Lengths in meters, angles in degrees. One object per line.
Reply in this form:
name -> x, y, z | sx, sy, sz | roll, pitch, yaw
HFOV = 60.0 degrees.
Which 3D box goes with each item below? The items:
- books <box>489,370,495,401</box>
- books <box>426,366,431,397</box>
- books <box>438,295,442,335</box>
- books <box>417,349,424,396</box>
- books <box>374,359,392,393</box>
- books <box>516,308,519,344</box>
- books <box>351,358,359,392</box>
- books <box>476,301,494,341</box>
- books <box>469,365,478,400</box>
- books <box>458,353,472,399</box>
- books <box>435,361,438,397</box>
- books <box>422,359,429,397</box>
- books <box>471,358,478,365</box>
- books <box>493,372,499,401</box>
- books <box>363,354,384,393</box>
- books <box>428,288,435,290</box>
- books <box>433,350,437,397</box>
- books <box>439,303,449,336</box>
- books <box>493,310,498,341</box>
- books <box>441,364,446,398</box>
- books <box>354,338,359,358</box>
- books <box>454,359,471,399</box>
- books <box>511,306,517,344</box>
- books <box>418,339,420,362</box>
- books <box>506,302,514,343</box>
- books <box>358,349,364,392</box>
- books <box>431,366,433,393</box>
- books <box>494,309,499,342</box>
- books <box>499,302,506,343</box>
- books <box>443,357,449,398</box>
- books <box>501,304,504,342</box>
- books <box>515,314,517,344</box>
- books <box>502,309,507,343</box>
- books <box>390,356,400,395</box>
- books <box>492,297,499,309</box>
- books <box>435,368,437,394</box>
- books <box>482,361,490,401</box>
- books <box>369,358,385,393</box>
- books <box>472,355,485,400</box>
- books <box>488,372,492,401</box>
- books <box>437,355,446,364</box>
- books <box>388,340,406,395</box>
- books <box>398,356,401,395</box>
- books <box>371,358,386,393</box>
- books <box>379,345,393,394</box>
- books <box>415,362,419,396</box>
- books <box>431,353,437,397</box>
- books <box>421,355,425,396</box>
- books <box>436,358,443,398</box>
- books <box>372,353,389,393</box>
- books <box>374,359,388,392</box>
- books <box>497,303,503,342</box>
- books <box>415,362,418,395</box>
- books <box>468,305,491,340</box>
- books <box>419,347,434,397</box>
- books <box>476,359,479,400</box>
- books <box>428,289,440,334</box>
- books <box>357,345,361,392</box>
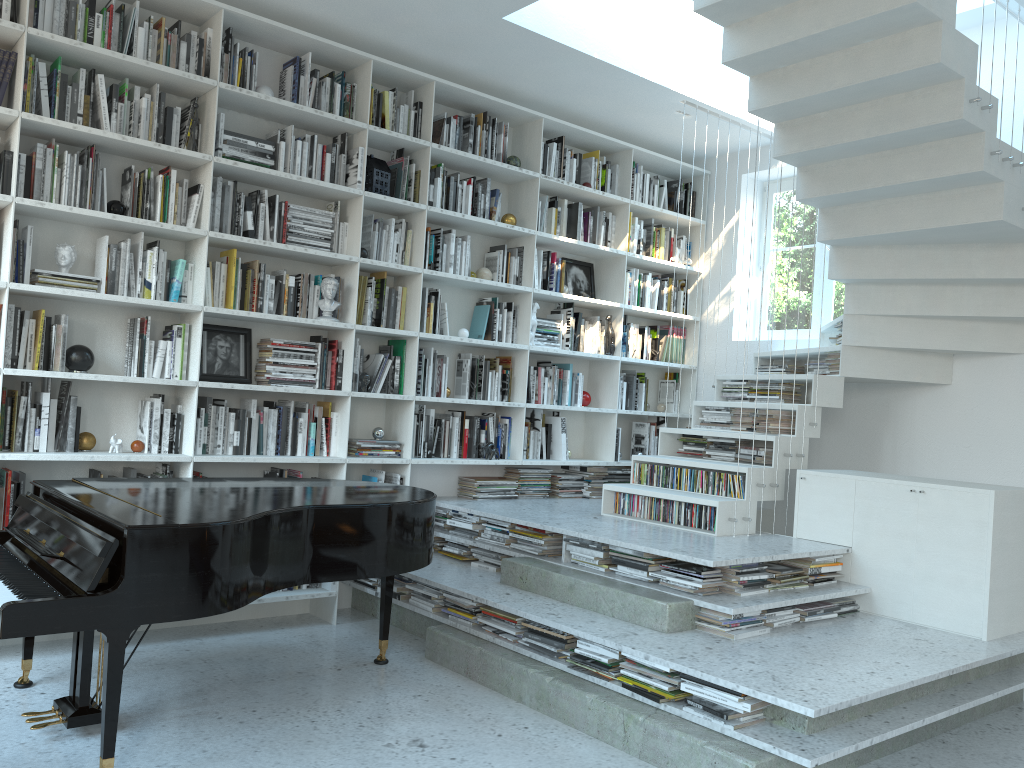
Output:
books -> -0.171, 0.009, 5.688 | 0.015, 0.195, 0.175 | 4, -1, -39
books -> -0.554, -0.018, 5.369 | 0.013, 0.186, 0.183 | 4, -1, -39
books -> -0.486, -0.414, 5.435 | 0.007, 0.254, 0.161 | 4, -1, -39
books -> -0.587, -0.070, 5.341 | 0.005, 0.283, 0.159 | 4, -1, -39
books -> -0.790, -0.044, 5.190 | 0.091, 0.205, 0.169 | 4, -1, -39
books -> -0.012, -0.371, 5.802 | 0.010, 0.245, 0.158 | 4, -1, -39
books -> -0.934, -0.053, 5.051 | 0.027, 0.192, 0.182 | 4, -1, -39
books -> -0.177, -0.394, 5.676 | 0.021, 0.264, 0.174 | 4, -1, -39
books -> -0.279, -0.010, 5.595 | 0.016, 0.215, 0.177 | 4, -1, -39
books -> -0.306, -0.049, 5.607 | 0.016, 0.289, 0.131 | 4, -1, -39
books -> -0.500, -0.031, 5.439 | 0.008, 0.223, 0.133 | 4, -1, -39
books -> -0.567, -0.040, 5.348 | 0.011, 0.226, 0.188 | 4, -1, -39
books -> -0.275, -0.033, 5.616 | 0.015, 0.262, 0.149 | 4, -1, -39
books -> -0.156, 0.017, 5.696 | 0.019, 0.183, 0.190 | 4, -1, -39
books -> -0.837, -0.061, 5.128 | 0.095, 0.228, 0.190 | 4, -1, -39
books -> -0.514, -0.439, 5.455 | 0.011, 0.300, 0.088 | 4, -1, -39
books -> -0.513, -0.064, 5.427 | 0.006, 0.285, 0.159 | 4, -1, -39
books -> -0.447, -0.389, 5.432 | 0.051, 0.210, 0.176 | 4, -1, -39
books -> -0.158, -0.365, 5.684 | 0.006, 0.210, 0.188 | 4, -1, -39
books -> -0.472, -0.022, 5.445 | 0.014, 0.207, 0.180 | 4, -1, -39
books -> -0.924, -0.110, 5.076 | 0.013, 0.307, 0.141 | 4, -1, -39
books -> -0.313, -0.031, 5.586 | 0.019, 0.251, 0.130 | 4, -1, -39
books -> -0.033, -0.376, 5.776 | 0.011, 0.252, 0.169 | 4, -1, -39
books -> -0.610, -0.100, 5.352 | 0.007, 0.342, 0.149 | 4, -1, -39
books -> -0.059, -0.389, 5.749 | 0.012, 0.273, 0.183 | 4, -1, -39
books -> -0.905, -0.078, 5.107 | 0.035, 0.248, 0.141 | 4, -1, -39
books -> -0.537, -0.025, 5.403 | 0.013, 0.203, 0.167 | 4, -1, -39
books -> -0.150, -0.369, 5.690 | 0.013, 0.219, 0.187 | 4, -1, -39
books -> -0.091, -0.391, 5.752 | 0.032, 0.274, 0.154 | 4, -1, -39
books -> -0.453, -0.042, 5.467 | 0.013, 0.251, 0.172 | 4, -1, -39
books -> -0.111, -0.386, 5.725 | 0.015, 0.259, 0.152 | 4, -1, -39
books -> -0.032, -0.355, 5.799 | 0.023, 0.212, 0.164 | 4, -1, -39
books -> -0.097, -0.367, 5.728 | 0.012, 0.224, 0.178 | 4, -1, -39
books -> -0.723, -0.051, 5.223 | 0.029, 0.223, 0.171 | 4, -1, -39
books -> -0.148, -0.407, 5.711 | 0.013, 0.295, 0.154 | 4, -1, -39
books -> -0.508, -0.010, 5.431 | 0.013, 0.179, 0.140 | 4, -1, -39
books -> -0.209, -0.022, 5.644 | 0.018, 0.251, 0.184 | 4, -1, -39
books -> -0.828, -0.051, 5.142 | 0.089, 0.210, 0.175 | 4, -1, -39
books -> -0.234, -0.041, 5.656 | 0.007, 0.285, 0.159 | 4, -1, -39
books -> -0.197, 0.013, 5.654 | 0.018, 0.182, 0.182 | 4, -1, -39
books -> -0.462, -0.048, 5.458 | 0.014, 0.261, 0.142 | 4, -1, -39
books -> -0.693, -0.099, 5.257 | 0.014, 0.325, 0.182 | 4, -1, -39
books -> -0.711, -0.051, 5.248 | 0.021, 0.226, 0.148 | 4, -1, -39
books -> -0.817, -0.050, 5.171 | 0.090, 0.212, 0.143 | 4, -1, -39
books -> -0.750, -0.084, 5.226 | 0.013, 0.286, 0.138 | 4, -1, -39
books -> -0.616, -0.032, 5.338 | 0.013, 0.204, 0.154 | 4, -1, -39
books -> -0.519, -0.056, 5.402 | 0.012, 0.267, 0.183 | 4, -1, -39
books -> -0.582, -0.052, 5.349 | 0.013, 0.248, 0.165 | 4, -1, -39
books -> -0.484, -0.038, 5.439 | 0.015, 0.238, 0.176 | 4, -1, -39
books -> -0.803, -0.064, 5.180 | 0.094, 0.238, 0.149 | 4, -1, -39
books -> -0.807, -0.051, 5.190 | 0.090, 0.215, 0.139 | 4, -1, -39
books -> -0.123, -0.389, 5.714 | 0.018, 0.263, 0.165 | 4, -1, -39
books -> -0.616, -0.071, 5.327 | 0.006, 0.281, 0.155 | 4, -1, -39
books -> -0.210, -0.383, 5.657 | 0.056, 0.241, 0.153 | 4, -1, -39
books -> -0.539, -0.072, 5.377 | 0.014, 0.297, 0.175 | 4, -1, -39
books -> -0.265, -0.030, 5.623 | 0.008, 0.259, 0.158 | 4, -1, -39
books -> -0.497, -0.432, 5.415 | 0.013, 0.287, 0.158 | 4, -1, -39
books -> -0.922, -0.088, 5.091 | 0.012, 0.266, 0.157 | 4, -1, -39
